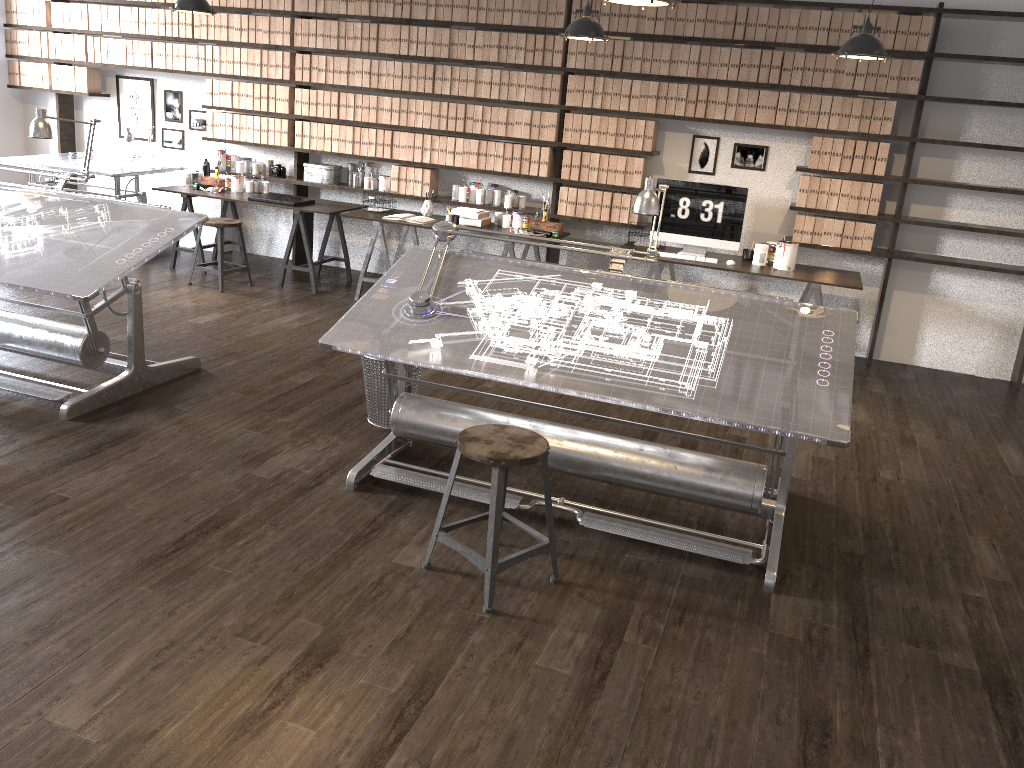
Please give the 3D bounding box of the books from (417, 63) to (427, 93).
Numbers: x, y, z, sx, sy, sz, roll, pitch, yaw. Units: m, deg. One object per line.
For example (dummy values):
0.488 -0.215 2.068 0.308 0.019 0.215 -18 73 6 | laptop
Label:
-0.690 -2.444 7.094 0.067 0.222 0.176 10 17 17 | books

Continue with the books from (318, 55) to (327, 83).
-1.533 -2.604 7.355 0.067 0.222 0.176 10 17 17 | books

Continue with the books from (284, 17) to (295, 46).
-1.826 -2.926 7.382 0.067 0.223 0.176 10 17 17 | books

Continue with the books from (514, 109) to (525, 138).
0.079 -2.027 6.914 0.067 0.222 0.176 10 17 17 | books

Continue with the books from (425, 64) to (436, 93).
-0.622 -2.429 7.067 0.067 0.223 0.176 10 17 17 | books

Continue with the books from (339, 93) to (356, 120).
-1.363 -2.306 7.372 0.067 0.222 0.176 10 17 17 | books

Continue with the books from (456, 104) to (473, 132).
-0.377 -2.115 7.056 0.067 0.223 0.176 10 17 17 | books

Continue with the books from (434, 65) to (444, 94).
-0.550 -2.417 7.050 0.067 0.222 0.176 10 17 17 | books

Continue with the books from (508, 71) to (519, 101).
0.036 -2.304 6.866 0.067 0.222 0.176 10 17 17 | books

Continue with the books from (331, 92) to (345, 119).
-1.436 -2.318 7.389 0.067 0.223 0.176 10 17 17 | books

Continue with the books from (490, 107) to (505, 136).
-0.105 -2.064 6.975 0.067 0.222 0.176 10 17 17 | books

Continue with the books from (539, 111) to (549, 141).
0.275 -1.991 6.856 0.067 0.222 0.176 10 17 17 | books

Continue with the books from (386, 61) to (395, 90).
-0.948 -2.492 7.172 0.067 0.222 0.176 10 17 17 | books

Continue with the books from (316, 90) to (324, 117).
-1.566 -2.345 7.434 0.067 0.222 0.176 10 17 17 | books

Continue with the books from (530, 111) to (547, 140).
0.209 -2.003 6.875 0.067 0.222 0.176 10 17 17 | books

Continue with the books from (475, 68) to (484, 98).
-0.224 -2.353 6.945 0.067 0.222 0.176 10 17 17 | books

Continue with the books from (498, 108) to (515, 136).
-0.043 -2.050 6.949 0.067 0.223 0.176 10 17 17 | books

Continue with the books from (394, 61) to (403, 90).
-0.881 -2.478 7.148 0.067 0.222 0.176 10 17 17 | books

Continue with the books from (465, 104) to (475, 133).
-0.305 -2.103 7.039 0.067 0.222 0.176 10 17 17 | books

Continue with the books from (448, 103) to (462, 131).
-0.445 -2.129 7.083 0.067 0.222 0.176 10 17 17 | books

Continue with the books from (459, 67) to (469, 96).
-0.349 -2.378 6.986 0.067 0.222 0.176 10 17 17 | books

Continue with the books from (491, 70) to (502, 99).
-0.098 -2.328 6.902 0.067 0.223 0.176 10 17 17 | books

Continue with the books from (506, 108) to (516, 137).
0.021 -2.039 6.934 0.067 0.222 0.176 10 17 17 | books

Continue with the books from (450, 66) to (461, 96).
-0.416 -2.391 7.007 0.067 0.222 0.176 10 17 17 | books

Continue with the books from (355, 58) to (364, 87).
-1.214 -2.543 7.256 0.067 0.222 0.176 10 17 17 | books

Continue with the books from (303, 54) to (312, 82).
-1.671 -2.631 7.398 0.067 0.223 0.176 10 17 17 | books

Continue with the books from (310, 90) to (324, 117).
-1.627 -2.355 7.449 0.067 0.223 0.176 10 17 17 | books

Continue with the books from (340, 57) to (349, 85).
-1.337 -2.566 7.292 0.067 0.223 0.176 10 17 17 | books

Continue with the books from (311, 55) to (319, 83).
-1.598 -2.619 7.381 0.067 0.222 0.176 10 17 17 | books

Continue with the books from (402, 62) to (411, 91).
-0.813 -2.465 7.126 0.067 0.223 0.176 10 17 17 | books

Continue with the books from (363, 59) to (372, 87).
-1.146 -2.530 7.233 0.067 0.223 0.176 10 17 17 | books

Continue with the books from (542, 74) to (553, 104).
0.291 -2.254 6.783 0.067 0.222 0.176 10 17 17 | books

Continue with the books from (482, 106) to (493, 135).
-0.172 -2.077 6.996 0.067 0.222 0.176 10 17 17 | books

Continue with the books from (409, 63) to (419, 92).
-0.752 -2.455 7.111 0.067 0.222 0.176 10 17 17 | books

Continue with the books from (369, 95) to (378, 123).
-1.102 -2.254 7.283 0.067 0.223 0.176 10 17 17 | books

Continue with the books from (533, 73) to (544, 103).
0.230 -2.264 6.797 0.067 0.223 0.176 10 17 17 | books

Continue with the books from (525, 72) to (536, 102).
0.167 -2.276 6.817 0.067 0.222 0.176 10 17 17 | books

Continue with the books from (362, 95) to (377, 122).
-1.163 -2.268 7.309 0.067 0.222 0.176 10 17 17 | books

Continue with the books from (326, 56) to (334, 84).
-1.465 -2.593 7.338 0.067 0.222 0.176 10 17 17 | books

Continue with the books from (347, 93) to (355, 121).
-1.298 -2.292 7.347 0.067 0.222 0.176 10 17 17 | books

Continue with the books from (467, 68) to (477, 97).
-0.288 -2.364 6.961 0.067 0.223 0.176 10 17 17 | books

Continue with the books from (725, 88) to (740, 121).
1.590 -2.010 6.370 0.067 0.222 0.176 10 17 17 | books

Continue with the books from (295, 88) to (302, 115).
-1.762 -2.382 7.495 0.067 0.222 0.176 10 17 17 | books

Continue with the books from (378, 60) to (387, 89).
-1.012 -2.506 7.197 0.067 0.222 0.176 10 17 17 | books

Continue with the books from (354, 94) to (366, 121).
-1.230 -2.280 7.330 0.067 0.222 0.176 10 17 17 | books

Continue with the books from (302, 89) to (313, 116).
-1.695 -2.368 7.470 0.067 0.222 0.176 10 17 17 | books

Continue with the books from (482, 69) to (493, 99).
-0.165 -2.341 6.925 0.067 0.222 0.176 10 17 17 | books

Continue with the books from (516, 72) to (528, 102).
0.100 -2.290 6.842 0.067 0.222 0.176 10 17 17 | books

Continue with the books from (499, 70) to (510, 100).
-0.030 -2.316 6.885 0.067 0.222 0.176 10 17 17 | books

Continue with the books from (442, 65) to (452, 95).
-0.484 -2.403 7.025 0.067 0.222 0.176 10 17 17 | books

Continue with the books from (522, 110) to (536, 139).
0.141 -2.015 6.892 0.067 0.223 0.176 10 17 17 | books

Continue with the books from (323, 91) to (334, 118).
-1.504 -2.333 7.417 0.067 0.222 0.176 10 17 17 | books

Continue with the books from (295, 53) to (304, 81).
-1.738 -2.645 7.425 0.067 0.222 0.176 10 17 17 | books

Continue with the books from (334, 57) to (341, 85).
-1.398 -2.580 7.317 0.067 0.222 0.176 10 17 17 | books

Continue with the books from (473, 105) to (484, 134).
-0.240 -2.088 7.013 0.067 0.222 0.176 10 17 17 | books

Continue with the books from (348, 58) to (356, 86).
-1.272 -2.555 7.276 0.067 0.222 0.176 10 17 17 | books

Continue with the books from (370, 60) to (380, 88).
-1.079 -2.518 7.216 0.067 0.222 0.176 10 17 17 | books
